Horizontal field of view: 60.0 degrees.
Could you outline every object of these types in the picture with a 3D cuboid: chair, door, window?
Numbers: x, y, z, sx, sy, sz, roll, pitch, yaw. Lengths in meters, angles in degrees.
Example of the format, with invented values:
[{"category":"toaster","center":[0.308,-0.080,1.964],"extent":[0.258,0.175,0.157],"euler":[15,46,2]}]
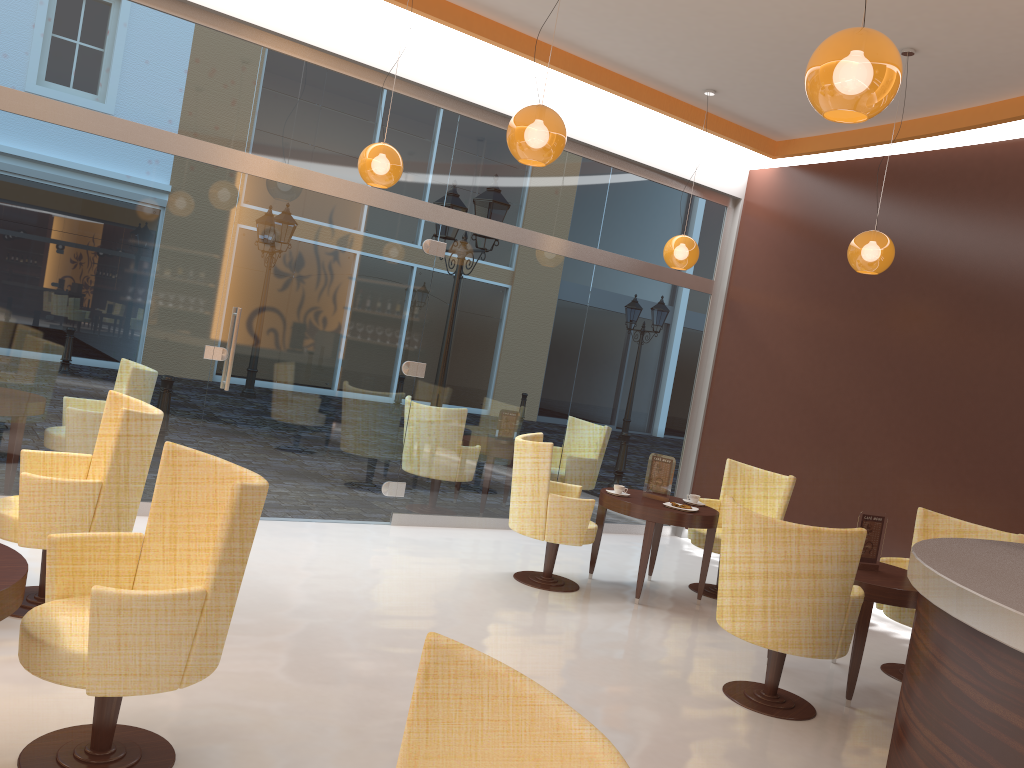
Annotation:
[{"category":"chair","center":[-1.247,0.744,2.960],"extent":[0.685,1.017,0.729],"euler":[8,2,-37]},{"category":"chair","center":[-0.242,0.972,1.298],"extent":[0.685,1.017,0.729],"euler":[9,2,-17]},{"category":"chair","center":[2.671,1.338,5.523],"extent":[0.685,1.017,0.729],"euler":[9,2,-27]},{"category":"chair","center":[1.743,1.133,6.898],"extent":[0.685,1.017,0.729],"euler":[9,2,-31]},{"category":"chair","center":[0.281,0.900,6.292],"extent":[0.685,1.017,0.729],"euler":[10,2,-2]},{"category":"door","center":[-1.463,-0.171,6.807],"extent":[1.640,2.499,0.020],"euler":[9,2,-34]},{"category":"chair","center":[-2.105,0.554,4.249],"extent":[0.685,1.017,0.729],"euler":[9,2,-31]},{"category":"chair","center":[1.395,1.148,4.578],"extent":[0.729,1.017,0.685],"euler":[11,2,34]},{"category":"window","center":[-1.378,-0.663,6.791],"extent":[8.200,3.380,0.040],"euler":[9,2,-34]}]

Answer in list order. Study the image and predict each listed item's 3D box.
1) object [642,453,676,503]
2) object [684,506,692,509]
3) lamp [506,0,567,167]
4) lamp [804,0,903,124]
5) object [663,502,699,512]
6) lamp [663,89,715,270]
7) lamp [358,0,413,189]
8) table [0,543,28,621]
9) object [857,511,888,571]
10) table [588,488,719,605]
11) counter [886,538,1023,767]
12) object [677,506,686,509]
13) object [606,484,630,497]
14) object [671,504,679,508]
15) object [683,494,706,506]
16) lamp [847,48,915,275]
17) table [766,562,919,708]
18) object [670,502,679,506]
[{"category":"object","center":[1.086,0.688,6.540],"extent":[0.209,0.335,0.042],"euler":[11,2,31]},{"category":"object","center":[1.247,0.876,6.292],"extent":[0.052,0.018,0.055],"euler":[9,2,-10]},{"category":"lamp","center":[0.226,-1.830,4.361],"extent":[0.299,1.500,0.299],"euler":[9,2,-23]},{"category":"lamp","center":[1.217,-1.611,2.874],"extent":[0.299,1.500,0.299],"euler":[11,2,34]},{"category":"object","center":[1.197,0.876,6.293],"extent":[0.234,0.020,0.234],"euler":[11,2,27]},{"category":"lamp","center":[1.525,-1.706,7.423],"extent":[0.299,1.500,0.299],"euler":[11,2,23]},{"category":"lamp","center":[-0.764,-2.050,5.848],"extent":[0.299,1.500,0.299],"euler":[11,2,30]},{"category":"table","center":[-1.882,0.823,2.457],"extent":[0.872,0.679,0.874],"euler":[10,2,2]},{"category":"object","center":[2.056,0.902,5.105],"extent":[0.209,0.335,0.042],"euler":[9,2,-20]},{"category":"table","center":[1.024,1.193,6.520],"extent":[0.872,0.679,0.874],"euler":[10,2,12]},{"category":"counter","center":[2.039,1.275,2.803],"extent":[1.586,1.100,2.917],"euler":[10,2,11]},{"category":"object","center":[1.194,0.869,6.253],"extent":[0.055,0.014,0.053],"euler":[11,2,39]},{"category":"object","center":[0.773,0.772,6.444],"extent":[0.153,0.069,0.153],"euler":[9,2,-34]},{"category":"object","center":[1.154,0.862,6.274],"extent":[0.054,0.018,0.051],"euler":[10,2,13]},{"category":"object","center":[1.369,0.868,6.650],"extent":[0.153,0.069,0.153],"euler":[9,2,-12]},{"category":"lamp","center":[2.515,-1.486,5.936],"extent":[0.299,1.500,0.299],"euler":[11,2,34]},{"category":"table","center":[1.959,1.399,5.133],"extent":[0.872,0.679,0.874],"euler":[10,2,12]},{"category":"object","center":[1.157,0.853,6.309],"extent":[0.052,0.016,0.055],"euler":[9,2,-35]}]
